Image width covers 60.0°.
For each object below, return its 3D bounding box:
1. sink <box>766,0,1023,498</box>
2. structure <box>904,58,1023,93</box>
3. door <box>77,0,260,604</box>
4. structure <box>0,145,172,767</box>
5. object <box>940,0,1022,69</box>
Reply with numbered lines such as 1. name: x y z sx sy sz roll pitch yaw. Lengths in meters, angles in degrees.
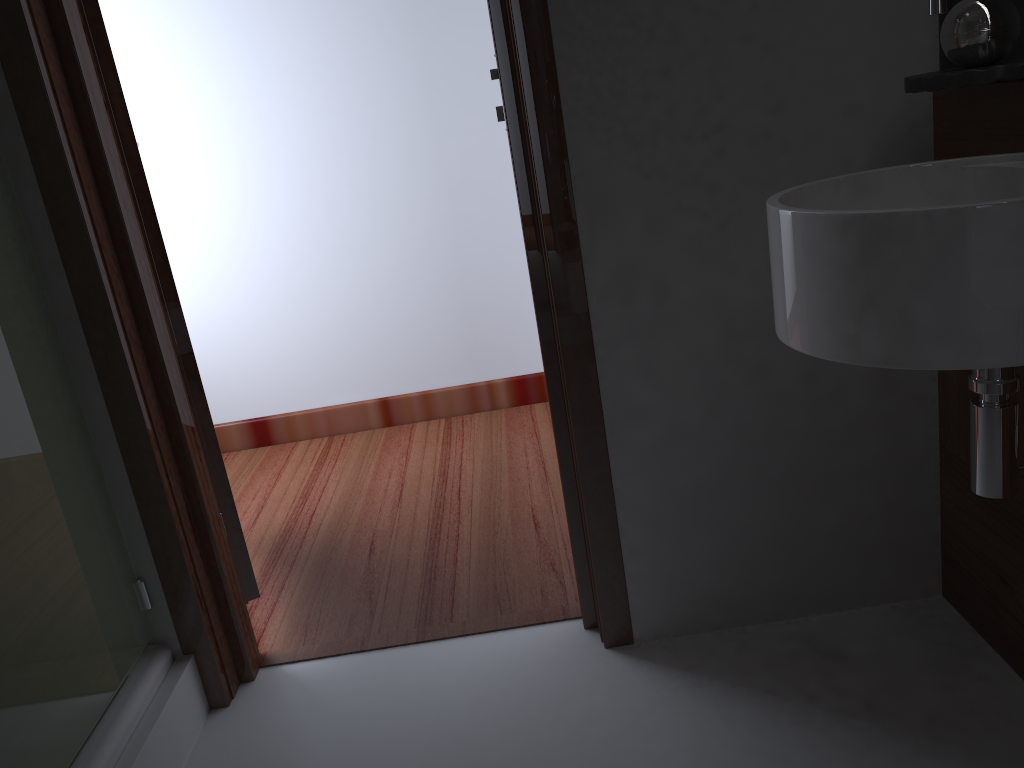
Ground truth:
1. sink: 0.521 -0.184 1.049 0.417 0.715 0.415 -9 17 1
2. structure: 0.694 -0.454 1.295 0.220 0.023 0.222 -23 21 -37
3. door: -0.819 -0.452 1.911 0.095 1.780 0.708 -16 18 -22
4. structure: -1.274 -0.138 1.102 1.015 2.079 0.765 -9 17 1
5. object: 0.690 -0.328 0.677 0.104 0.104 1.350 -9 17 1
